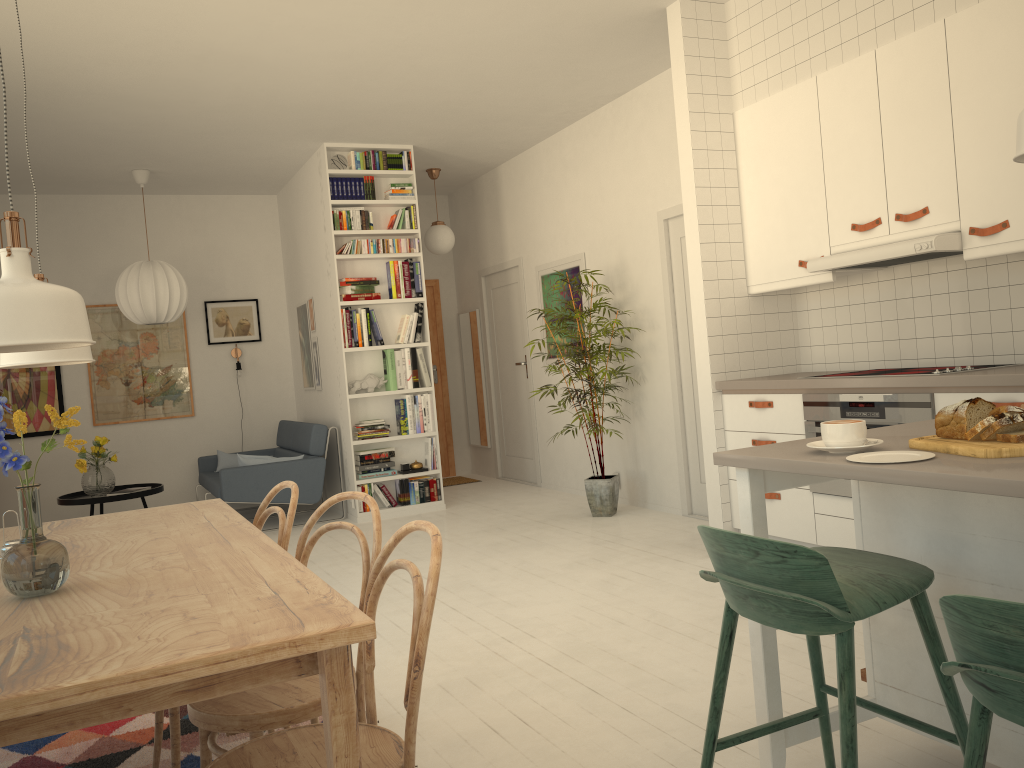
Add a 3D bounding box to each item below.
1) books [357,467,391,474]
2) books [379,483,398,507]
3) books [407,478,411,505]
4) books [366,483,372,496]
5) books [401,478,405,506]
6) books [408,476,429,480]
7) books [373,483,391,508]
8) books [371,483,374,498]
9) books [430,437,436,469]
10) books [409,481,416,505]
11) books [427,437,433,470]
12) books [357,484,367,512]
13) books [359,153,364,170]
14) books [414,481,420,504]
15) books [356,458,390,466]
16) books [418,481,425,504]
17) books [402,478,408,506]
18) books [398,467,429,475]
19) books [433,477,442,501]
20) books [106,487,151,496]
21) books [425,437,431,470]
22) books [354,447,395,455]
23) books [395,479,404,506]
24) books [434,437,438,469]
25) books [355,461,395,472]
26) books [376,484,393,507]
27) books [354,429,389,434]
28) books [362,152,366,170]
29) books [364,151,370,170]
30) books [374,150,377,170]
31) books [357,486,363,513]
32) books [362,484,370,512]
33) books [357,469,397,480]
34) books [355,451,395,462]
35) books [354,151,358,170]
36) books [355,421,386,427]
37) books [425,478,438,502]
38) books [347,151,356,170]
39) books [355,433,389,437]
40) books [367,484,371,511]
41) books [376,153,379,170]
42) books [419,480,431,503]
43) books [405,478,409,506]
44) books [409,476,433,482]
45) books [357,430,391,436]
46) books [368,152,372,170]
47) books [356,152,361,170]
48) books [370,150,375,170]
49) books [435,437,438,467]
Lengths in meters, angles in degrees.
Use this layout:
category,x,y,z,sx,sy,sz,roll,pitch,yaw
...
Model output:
category,x,y,z,sx,sy,sz,roll,pitch,yaw
books,-1.096,0.673,6.949,0.241,0.024,0.168,-6,2,-30
books,-0.984,0.873,6.974,0.131,0.188,0.136,-6,1,-25
books,-0.853,0.845,7.047,0.015,0.214,0.202,-5,1,-25
books,-1.127,0.874,6.921,0.021,0.215,0.174,-5,1,-25
books,-0.893,0.849,7.028,0.015,0.214,0.202,-5,1,-25
books,-0.751,0.749,7.073,0.165,0.006,0.103,-6,2,-25
books,-1.041,0.872,6.948,0.135,0.200,0.134,-6,1,-25
books,-1.106,0.872,6.915,0.010,0.215,0.193,-5,1,-25
books,-0.656,0.555,7.151,0.008,0.256,0.184,-5,1,-25
books,-0.828,0.861,7.067,0.044,0.179,0.224,-5,1,-25
books,-0.661,0.558,7.118,0.033,0.258,0.130,-5,1,-25
books,-1.173,0.884,6.888,0.026,0.206,0.187,-5,1,-25
books,-1.213,-1.716,6.962,0.025,0.131,0.253,-5,1,-25
books,-0.793,0.859,7.078,0.032,0.176,0.222,-5,1,-25
books,-1.092,0.605,6.935,0.247,0.039,0.143,-6,2,-28
books,-0.756,0.862,7.095,0.048,0.163,0.209,-5,1,-25
books,-0.874,0.848,7.023,0.015,0.214,0.202,-5,1,-25
books,-0.784,0.688,7.022,0.215,0.023,0.130,-6,2,-25
books,-0.630,0.843,7.168,0.032,0.176,0.230,-5,1,-25
books,-2.976,0.842,6.898,0.200,0.031,0.289,-5,1,9
books,-0.692,0.559,7.140,0.034,0.257,0.209,-5,1,-25
books,-1.087,0.524,6.958,0.297,0.024,0.162,-6,2,-34
books,-0.904,0.851,7.015,0.015,0.214,0.202,-5,1,-25
books,-0.644,0.554,7.143,0.007,0.257,0.181,-5,1,-25
books,-1.085,0.641,6.938,0.297,0.039,0.165,-6,2,-30
books,-1.011,0.872,6.955,0.118,0.192,0.118,-6,1,-25
books,-1.104,0.371,6.935,0.250,0.008,0.135,-6,2,-29
books,-1.188,-1.723,6.959,0.018,0.141,0.206,-5,1,-25
books,-1.160,-1.727,6.951,0.028,0.147,0.192,-5,1,-25
books,-1.108,-1.739,6.997,0.012,0.157,0.220,-5,1,-25
books,-1.204,0.892,6.877,0.039,0.199,0.185,-5,1,-25
books,-1.150,0.879,6.894,0.020,0.211,0.184,-5,1,-25
books,-1.071,0.705,6.960,0.297,0.038,0.204,-5,2,-20
books,-1.081,0.561,6.944,0.285,0.047,0.185,-6,2,-25
books,-1.244,-1.720,6.928,0.013,0.146,0.208,-5,1,-25
books,-1.118,0.311,6.935,0.212,0.017,0.165,-6,2,-28
books,-0.663,0.845,7.133,0.056,0.180,0.202,-5,1,-25
books,-1.254,-1.720,6.905,0.026,0.149,0.155,-5,1,-25
books,-1.102,0.395,6.927,0.248,0.009,0.171,-6,2,-22
books,-1.141,0.879,6.913,0.012,0.206,0.193,-5,1,-25
books,-1.089,-1.731,6.994,0.019,0.137,0.201,-5,1,-25
books,-0.718,0.854,7.129,0.050,0.170,0.221,-5,1,-25
books,-0.864,0.847,7.036,0.015,0.214,0.202,-5,1,-25
books,-0.746,0.757,7.095,0.193,0.012,0.130,-6,2,-25
books,-1.093,0.381,6.961,0.255,0.014,0.197,-5,2,-16
books,-1.144,-1.731,6.977,0.024,0.148,0.188,-5,1,-25
books,-1.216,-1.717,6.913,0.023,0.136,0.161,-5,1,-25
books,-1.126,-1.737,6.994,0.024,0.156,0.227,-5,1,-25
books,-0.632,0.553,7.139,0.011,0.256,0.139,-5,1,-25
